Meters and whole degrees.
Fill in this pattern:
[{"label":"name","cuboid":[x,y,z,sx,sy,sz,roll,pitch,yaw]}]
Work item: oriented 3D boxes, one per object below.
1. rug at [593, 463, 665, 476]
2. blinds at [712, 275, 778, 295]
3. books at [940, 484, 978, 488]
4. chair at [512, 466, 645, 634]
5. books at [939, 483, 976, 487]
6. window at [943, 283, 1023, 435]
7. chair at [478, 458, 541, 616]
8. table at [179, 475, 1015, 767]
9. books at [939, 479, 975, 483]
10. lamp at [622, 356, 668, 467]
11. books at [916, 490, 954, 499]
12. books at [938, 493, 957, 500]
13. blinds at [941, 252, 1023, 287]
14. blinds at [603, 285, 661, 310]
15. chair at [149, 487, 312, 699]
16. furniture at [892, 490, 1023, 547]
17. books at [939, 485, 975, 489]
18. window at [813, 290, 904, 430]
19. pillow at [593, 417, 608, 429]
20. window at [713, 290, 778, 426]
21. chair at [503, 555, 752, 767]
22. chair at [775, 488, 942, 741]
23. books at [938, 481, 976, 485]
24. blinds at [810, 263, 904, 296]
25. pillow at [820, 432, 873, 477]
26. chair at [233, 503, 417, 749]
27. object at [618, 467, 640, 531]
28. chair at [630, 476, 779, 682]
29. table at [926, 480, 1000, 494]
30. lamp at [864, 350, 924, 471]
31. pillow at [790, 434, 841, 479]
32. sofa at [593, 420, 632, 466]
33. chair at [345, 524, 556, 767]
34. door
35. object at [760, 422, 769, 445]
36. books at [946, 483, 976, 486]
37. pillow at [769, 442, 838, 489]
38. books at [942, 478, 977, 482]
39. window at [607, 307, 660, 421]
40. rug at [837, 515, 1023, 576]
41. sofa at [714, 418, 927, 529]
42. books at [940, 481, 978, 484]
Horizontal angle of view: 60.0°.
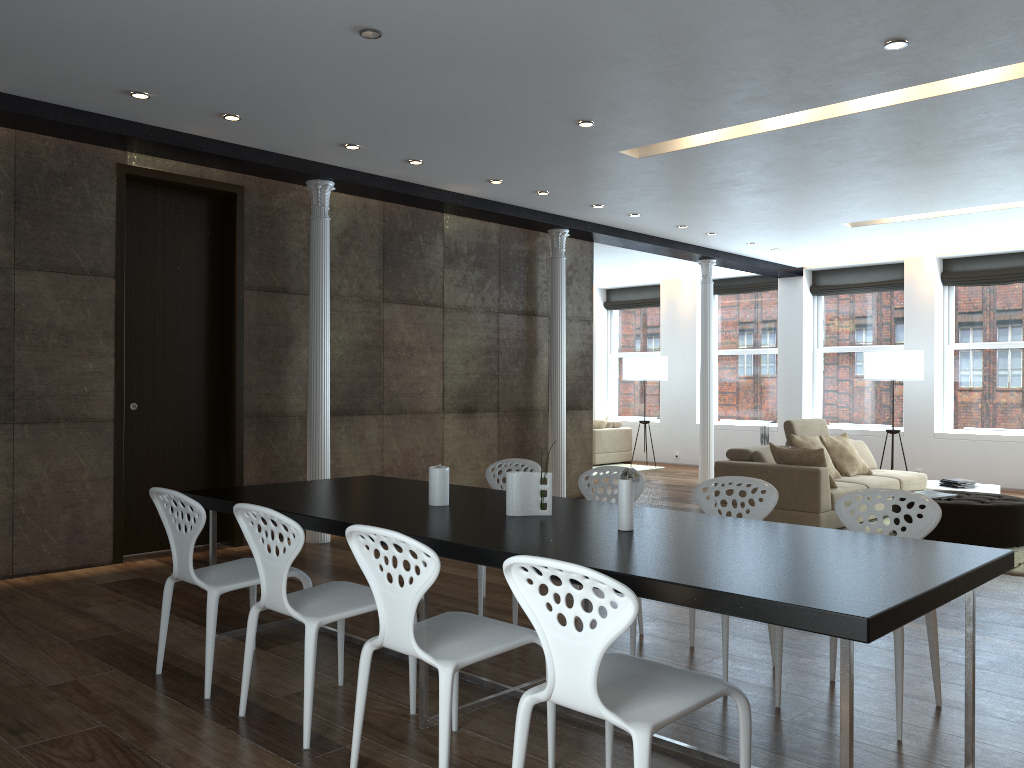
[{"label":"rug","cuboid":[-0.192,1.288,14.107,4.231,0.020,2.972,0,0,44]},{"label":"blinds","cuboid":[3.663,-1.558,13.937,1.396,0.275,0.156,0,0,44]},{"label":"books","cuboid":[4.872,1.107,9.666,0.220,0.010,0.300,0,0,-26]},{"label":"chair","cuboid":[0.375,0.855,4.533,0.495,0.835,0.581,0,0,44]},{"label":"books","cuboid":[4.847,1.097,9.661,0.220,0.010,0.300,0,0,-11]},{"label":"window","cuboid":[6.345,-0.477,11.465,1.442,2.400,0.123,0,0,44]},{"label":"chair","cuboid":[-0.143,0.854,4.998,0.495,0.835,0.581,0,0,44]},{"label":"table","cuboid":[-0.005,0.902,3.632,3.400,0.733,1.200,0,0,44]},{"label":"books","cuboid":[4.847,1.058,9.661,0.220,0.010,0.300,0,0,-11]},{"label":"lamp","cuboid":[2.069,0.441,13.814,0.698,1.728,0.698,0,0,-23]},{"label":"books","cuboid":[3.468,0.916,7.357,0.220,0.040,0.301,0,0,-12]},{"label":"books","cuboid":[3.494,0.924,7.363,0.219,0.031,0.300,0,0,-31]},{"label":"blinds","cuboid":[6.309,-1.485,11.421,1.439,0.424,0.156,0,0,44]},{"label":"blinds","cuboid":[2.164,-1.502,15.362,1.342,0.393,0.156,0,0,44]},{"label":"chair","cuboid":[-1.245,0.845,3.839,0.495,0.835,0.581,0,0,44]},{"label":"furniture","cuboid":[3.740,1.103,7.392,1.057,0.355,1.057,0,0,-45]},{"label":"books","cuboid":[4.847,1.117,9.661,0.220,0.010,0.300,0,0,-11]},{"label":"window","cuboid":[5.014,-0.480,12.730,1.432,2.400,0.123,0,0,44]},{"label":"pillow","cuboid":[1.276,0.723,14.150,0.395,0.393,0.518,0,0,40]},{"label":"window","cuboid":[3.701,-0.483,13.979,1.391,2.400,0.123,0,0,44]},{"label":"chair","cuboid":[0.282,0.849,2.387,0.495,0.835,0.581,0,0,44]},{"label":"chair","cuboid":[1.408,0.857,3.532,0.495,0.835,0.581,0,0,44]},{"label":"books","cuboid":[4.847,1.078,9.661,0.220,0.010,0.300,0,0,-21]},{"label":"blinds","cuboid":[4.965,-1.495,12.677,1.431,0.395,0.183,0,0,44]},{"label":"pillow","cuboid":[3.339,0.708,8.911,0.519,0.416,0.368,0,0,-42]},{"label":"chair","cuboid":[-0.736,0.846,3.355,0.495,0.835,0.581,0,0,44]},{"label":"object","cuboid":[0.443,0.421,3.300,0.076,0.233,0.161,0,0,25]},{"label":"chair","cuboid":[0.903,0.856,4.018,0.495,0.835,0.581,0,0,44]},{"label":"table","cuboid":[4.791,1.207,9.840,0.900,0.170,0.900,0,0,44]},{"label":"lamp","cuboid":[4.815,0.448,11.203,0.698,1.728,0.698,0,0,-23]},{"label":"pillow","cuboid":[2.899,0.694,8.467,0.534,0.439,0.301,0,0,-43]},{"label":"sofa","cuboid":[0.696,0.830,15.012,2.581,0.950,1.018,0,0,44]},{"label":"chair","cuboid":[-0.227,0.848,2.871,0.495,0.835,0.581,0,0,44]},{"label":"door","cuboid":[-2.616,-0.141,6.731,0.510,2.814,1.000,0,0,44]},{"label":"object","cuboid":[3.569,0.922,12.527,0.458,0.781,0.458,0,0,43]},{"label":"books","cuboid":[4.872,1.088,9.666,0.220,0.010,0.300,0,0,4]},{"label":"pillow","cuboid":[2.547,0.712,7.752,0.395,0.393,0.518,0,0,-43]},{"label":"books","cuboid":[4.872,1.049,9.666,0.220,0.010,0.300,0,0,-6]},{"label":"window","cuboid":[2.203,-0.487,15.404,1.345,2.400,0.123,0,0,44]},{"label":"rug","cuboid":[4.330,1.294,8.046,2.972,0.020,4.231,0,0,44]},{"label":"sofa","cuboid":[3.083,0.825,8.641,1.021,0.950,2.581,0,0,44]},{"label":"books","cuboid":[4.872,1.068,9.666,0.220,0.010,0.300,0,0,-31]}]
